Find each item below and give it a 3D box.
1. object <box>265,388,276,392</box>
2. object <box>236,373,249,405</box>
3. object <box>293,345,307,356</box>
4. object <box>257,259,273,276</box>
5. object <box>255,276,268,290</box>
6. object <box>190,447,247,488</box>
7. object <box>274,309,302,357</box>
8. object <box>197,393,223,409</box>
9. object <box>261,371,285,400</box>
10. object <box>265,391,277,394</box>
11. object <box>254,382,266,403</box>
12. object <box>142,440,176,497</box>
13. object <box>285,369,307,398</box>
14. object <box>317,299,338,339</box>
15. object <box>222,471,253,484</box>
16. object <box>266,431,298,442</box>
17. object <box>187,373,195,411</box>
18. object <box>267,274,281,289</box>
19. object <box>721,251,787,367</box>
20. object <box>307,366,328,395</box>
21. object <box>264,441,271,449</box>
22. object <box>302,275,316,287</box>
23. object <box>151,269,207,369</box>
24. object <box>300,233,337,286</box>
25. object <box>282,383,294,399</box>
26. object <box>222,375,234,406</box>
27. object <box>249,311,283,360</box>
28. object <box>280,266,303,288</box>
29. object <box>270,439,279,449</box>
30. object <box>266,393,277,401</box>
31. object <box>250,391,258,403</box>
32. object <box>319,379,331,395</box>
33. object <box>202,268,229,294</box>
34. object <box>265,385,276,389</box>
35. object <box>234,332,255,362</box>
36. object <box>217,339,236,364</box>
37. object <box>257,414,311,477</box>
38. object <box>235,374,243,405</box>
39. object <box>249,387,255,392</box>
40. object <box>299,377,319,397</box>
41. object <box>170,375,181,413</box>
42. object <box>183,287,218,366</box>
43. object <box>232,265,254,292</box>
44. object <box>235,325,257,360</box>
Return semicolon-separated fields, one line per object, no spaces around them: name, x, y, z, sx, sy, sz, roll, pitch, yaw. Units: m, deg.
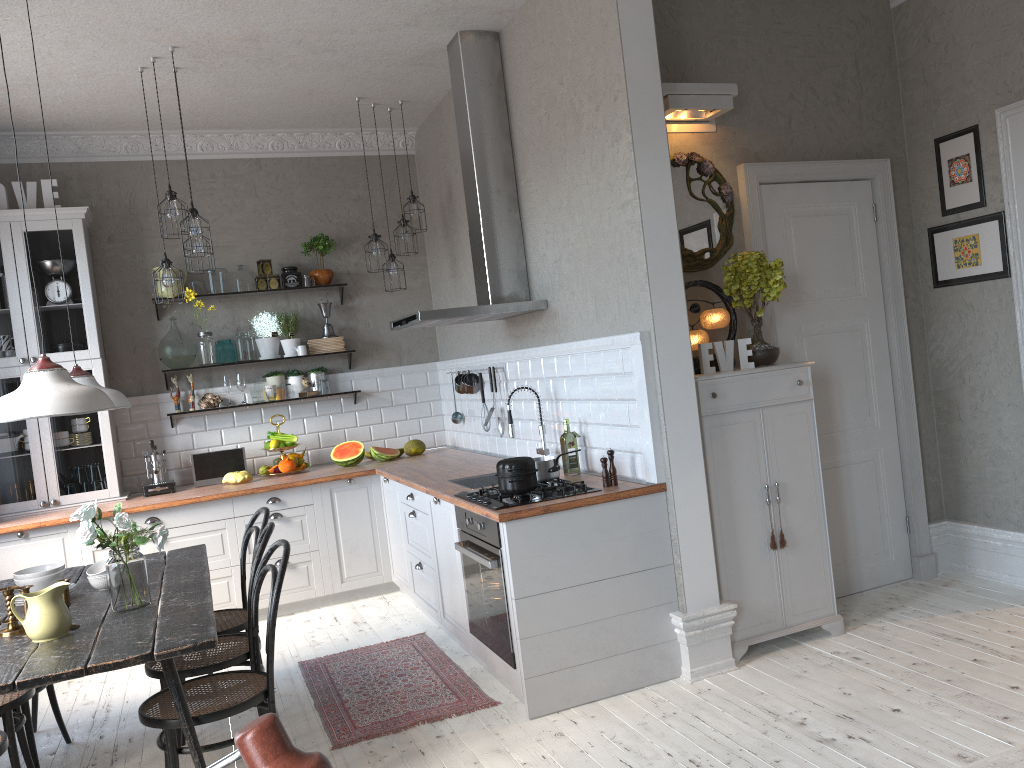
object;-1.707;0.060;6.280;0.077;0.051;0.077;-7;2;-2
object;-1.892;0.035;6.217;0.083;0.217;0.080;-8;2;-35
object;-1.510;-0.240;6.370;0.105;0.071;0.063;-7;2;9
object;-1.766;-0.828;6.328;0.084;0.113;0.081;-8;2;-41
object;-1.789;-0.713;6.330;0.084;0.113;0.081;-7;2;-21
object;-2.007;0.571;6.080;0.357;0.226;0.087;-7;2;-22
object;-1.612;-0.383;6.399;0.166;0.380;0.187;-6;2;30
object;-2.114;0.117;6.183;0.180;0.111;0.094;-8;2;-43
object;-1.722;0.009;6.408;0.160;0.217;0.152;-8;2;-41
object;-1.705;0.077;6.280;0.078;0.051;0.076;-8;2;-28
object;-1.787;0.060;6.294;0.077;0.139;0.080;-5;2;42
object;-2.350;0.545;5.851;0.209;0.370;0.348;-7;2;-21
object;-1.579;-0.005;6.475;0.172;0.214;0.148;-7;2;9
object;-1.365;-0.479;6.526;0.133;0.288;0.128;-8;2;-36
object;-1.839;0.627;5.931;0.200;0.083;0.186;-7;2;-21
object;-1.603;0.366;6.180;0.213;0.101;0.066;-7;2;-15
object;-2.228;0.056;6.165;0.052;0.264;0.062;-6;2;15
object;-1.706;-0.723;6.360;0.083;0.113;0.082;-7;2;-11
object;1.174;-0.363;4.242;0.294;0.553;0.343;-6;2;13
object;-1.427;-0.024;6.545;0.161;0.213;0.150;-8;2;-23
object;-1.679;0.434;6.181;0.097;0.078;0.099;-8;2;-34
object;-1.470;-0.744;6.403;0.095;0.096;0.073;-7;2;-21
object;-2.323;-0.441;6.064;0.331;0.674;0.341;-5;2;37
object;-1.391;-0.907;6.492;0.260;0.397;0.241;-7;2;4
object;-1.617;0.053;6.374;0.079;0.108;0.076;-8;2;-28
object;-2.007;0.048;6.270;0.083;0.217;0.080;-8;2;-35
object;-1.753;-0.354;6.398;0.245;0.354;0.233;-7;2;-3
object;-1.612;-0.768;6.451;0.144;0.174;0.140;-7;2;-21
object;-1.641;0.416;6.117;0.059;0.069;0.079;-7;2;-1
object;-1.703;0.094;6.281;0.078;0.051;0.076;-8;2;-28
object;-1.838;0.092;6.353;0.078;0.083;0.077;-7;2;-3
object;-1.366;0.021;6.448;0.079;0.108;0.076;-8;2;-28
object;-2.076;-0.712;6.222;0.170;0.184;0.174;-6;2;18
object;-1.710;0.035;6.279;0.079;0.051;0.075;-8;2;-35
object;-1.888;-0.258;6.247;0.125;0.206;0.125;-7;2;2
object;-2.032;-0.226;6.283;0.127;0.172;0.124;-7;2;-18
object;-1.618;0.424;6.200;0.359;0.426;0.344;-8;2;-36
object;-1.925;0.037;6.299;0.083;0.217;0.080;-8;2;-35
object;-1.842;0.059;6.352;0.078;0.083;0.077;-7;2;-3
object;-1.476;0.018;6.423;0.098;0.147;0.121;-6;2;37
object;-2.332;0.069;6.140;0.060;0.264;0.054;-5;2;40
object;-2.137;-0.395;6.091;0.195;0.540;0.275;-8;2;-29
object;-1.942;-0.749;6.377;0.137;0.220;0.142;-6;2;29
object;-1.921;-0.287;6.394;0.133;0.264;0.130;-7;2;-16
